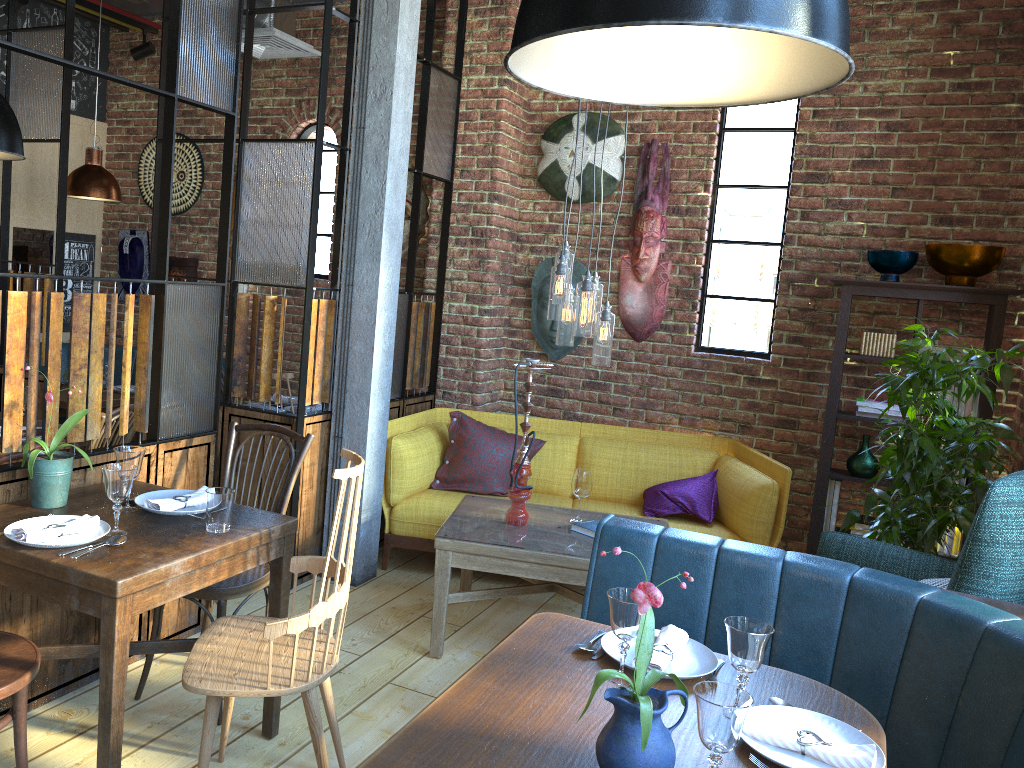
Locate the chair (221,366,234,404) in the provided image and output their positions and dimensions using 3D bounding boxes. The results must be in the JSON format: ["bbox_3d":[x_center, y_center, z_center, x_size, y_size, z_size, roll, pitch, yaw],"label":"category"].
[{"bbox_3d":[-1.531,0.350,5.235,0.513,0.913,0.412,4,6,-11],"label":"chair"}]

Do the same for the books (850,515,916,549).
[{"bbox_3d":[1.845,0.732,4.355,0.315,0.088,0.235,8,7,26],"label":"books"}]

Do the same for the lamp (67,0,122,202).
[{"bbox_3d":[-2.654,-1.856,5.631,0.379,1.332,0.359,7,6,16],"label":"lamp"}]

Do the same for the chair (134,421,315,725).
[{"bbox_3d":[-1.014,0.625,3.138,0.418,0.913,0.506,7,6,18],"label":"chair"}]

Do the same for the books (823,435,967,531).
[{"bbox_3d":[1.889,0.492,4.349,0.609,0.574,0.184,7,6,24],"label":"books"}]

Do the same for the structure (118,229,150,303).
[{"bbox_3d":[-2.946,-0.911,6.806,0.336,0.558,0.110,8,6,25],"label":"structure"}]

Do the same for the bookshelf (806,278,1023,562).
[{"bbox_3d":[1.903,0.347,4.328,0.848,1.665,0.305,8,6,25],"label":"bookshelf"}]

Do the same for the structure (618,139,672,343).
[{"bbox_3d":[0.778,-0.803,5.038,0.220,1.144,0.234,3,6,-21],"label":"structure"}]

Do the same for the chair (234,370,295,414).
[{"bbox_3d":[-1.235,0.416,4.521,0.546,1.004,0.443,6,6,11],"label":"chair"}]

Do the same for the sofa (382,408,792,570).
[{"bbox_3d":[0.324,0.635,4.710,2.028,0.761,0.778,6,6,10],"label":"sofa"}]

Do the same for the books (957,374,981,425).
[{"bbox_3d":[2.170,0.083,4.195,0.082,0.257,0.171,7,6,23],"label":"books"}]

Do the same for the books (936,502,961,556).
[{"bbox_3d":[2.117,0.673,4.252,0.087,0.272,0.183,7,6,23],"label":"books"}]

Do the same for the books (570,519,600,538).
[{"bbox_3d":[0.398,0.617,3.661,0.153,0.028,0.286,-1,9,-42],"label":"books"}]

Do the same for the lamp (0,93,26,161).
[{"bbox_3d":[-2.126,-1.568,3.376,0.554,1.324,0.505,9,7,36],"label":"lamp"}]

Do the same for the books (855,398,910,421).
[{"bbox_3d":[1.843,0.130,4.347,0.279,0.080,0.172,7,7,24],"label":"books"}]

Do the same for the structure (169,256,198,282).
[{"bbox_3d":[-2.473,-0.619,6.577,0.270,0.654,0.154,7,6,25],"label":"structure"}]

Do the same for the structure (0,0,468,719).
[{"bbox_3d":[-3.653,-0.768,2.929,6.124,3.320,5.773,5,6,8],"label":"structure"}]

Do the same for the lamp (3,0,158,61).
[{"bbox_3d":[-3.048,-2.113,2.877,6.501,0.273,6.972,7,7,24],"label":"lamp"}]

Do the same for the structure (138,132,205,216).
[{"bbox_3d":[-2.569,-1.574,6.602,0.686,0.618,0.076,7,6,24],"label":"structure"}]

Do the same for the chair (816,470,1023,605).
[{"bbox_3d":[1.175,0.732,2.943,0.770,1.095,1.082,0,8,-42],"label":"chair"}]

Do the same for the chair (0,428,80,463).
[{"bbox_3d":[-1.812,0.566,3.098,0.576,0.919,0.418,10,7,41],"label":"chair"}]

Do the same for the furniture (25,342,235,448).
[{"bbox_3d":[-2.977,0.188,6.110,1.498,0.821,1.439,7,7,24],"label":"furniture"}]

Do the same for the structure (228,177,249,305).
[{"bbox_3d":[-1.938,-1.080,6.300,0.241,1.118,0.090,8,6,25],"label":"structure"}]

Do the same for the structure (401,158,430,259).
[{"bbox_3d":[-0.815,-1.149,5.748,0.611,0.725,0.122,8,6,25],"label":"structure"}]

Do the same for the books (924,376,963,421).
[{"bbox_3d":[2.078,0.070,4.249,0.129,0.258,0.157,7,6,23],"label":"books"}]

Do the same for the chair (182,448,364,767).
[{"bbox_3d":[-0.660,0.691,2.464,0.448,1.004,0.540,4,6,-5],"label":"chair"}]

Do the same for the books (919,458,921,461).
[{"bbox_3d":[2.007,0.356,4.286,0.088,0.272,0.166,7,6,23],"label":"books"}]

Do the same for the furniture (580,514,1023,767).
[{"bbox_3d":[0.401,0.983,1.375,1.417,0.821,2.520,7,7,23],"label":"furniture"}]

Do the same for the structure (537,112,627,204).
[{"bbox_3d":[0.396,-1.320,5.143,0.551,0.520,0.142,8,6,25],"label":"structure"}]

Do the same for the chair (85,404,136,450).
[{"bbox_3d":[-1.816,0.511,3.592,0.530,0.913,0.399,6,6,9],"label":"chair"}]

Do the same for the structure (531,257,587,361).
[{"bbox_3d":[0.276,-0.452,5.242,0.382,0.638,0.100,8,6,26],"label":"structure"}]

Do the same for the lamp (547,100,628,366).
[{"bbox_3d":[0.255,-1.157,3.695,0.275,2.116,0.527,0,7,-41],"label":"lamp"}]

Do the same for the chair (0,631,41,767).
[{"bbox_3d":[-1.463,0.696,2.182,0.524,0.919,0.460,0,8,-44],"label":"chair"}]

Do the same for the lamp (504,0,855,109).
[{"bbox_3d":[0.310,-1.147,1.335,0.555,1.324,0.504,10,7,41],"label":"lamp"}]
